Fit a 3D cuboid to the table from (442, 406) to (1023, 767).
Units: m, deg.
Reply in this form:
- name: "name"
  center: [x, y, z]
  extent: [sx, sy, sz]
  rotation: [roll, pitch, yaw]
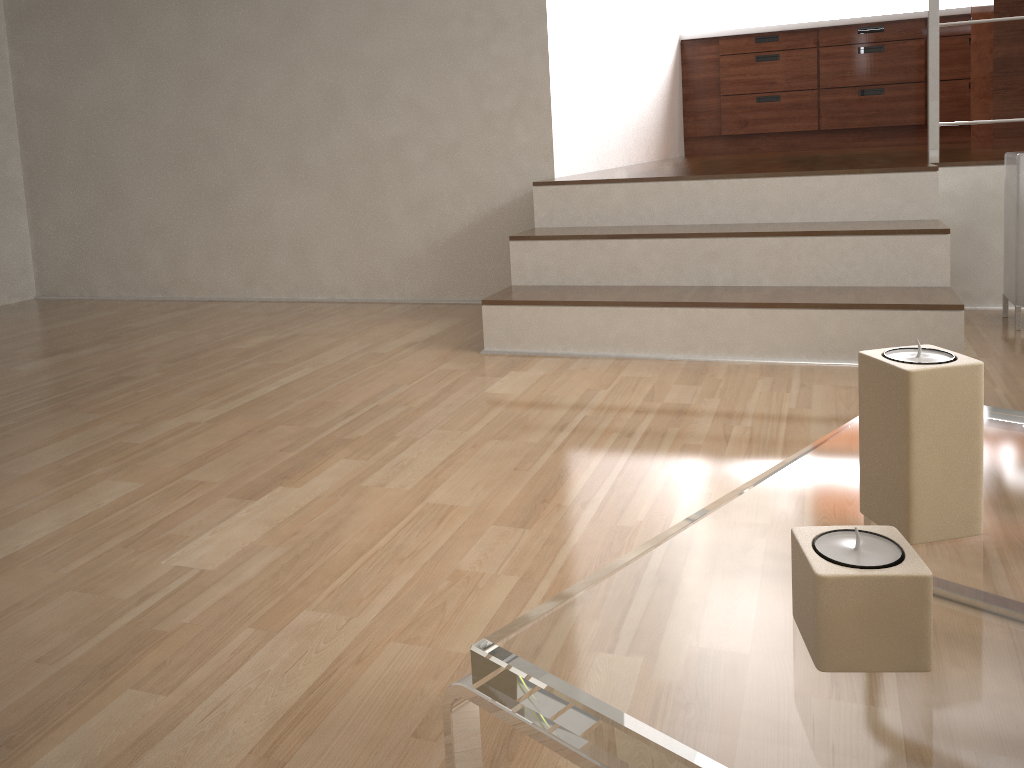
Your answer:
- name: "table"
  center: [0.483, 0.266, 0.564]
  extent: [0.802, 0.243, 0.713]
  rotation: [11, 20, 44]

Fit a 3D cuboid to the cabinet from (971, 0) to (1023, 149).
- name: "cabinet"
  center: [3.019, -1.421, 3.700]
  extent: [1.848, 0.735, 0.649]
  rotation: [2, 11, 20]

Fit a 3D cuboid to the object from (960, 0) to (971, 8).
- name: "object"
  center: [3.042, -2.559, 5.571]
  extent: [0.329, 0.397, 0.167]
  rotation: [1, 8, 20]

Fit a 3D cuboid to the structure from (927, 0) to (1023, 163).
- name: "structure"
  center: [2.332, -1.152, 2.278]
  extent: [2.324, 1.030, 0.058]
  rotation: [2, 8, 20]

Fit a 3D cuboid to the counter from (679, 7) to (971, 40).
- name: "counter"
  center: [2.203, -2.330, 5.721]
  extent: [2.102, 0.039, 0.699]
  rotation: [3, 16, 20]

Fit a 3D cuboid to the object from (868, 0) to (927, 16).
- name: "object"
  center: [2.559, -2.515, 5.806]
  extent: [0.369, 0.235, 0.160]
  rotation: [2, 10, 20]

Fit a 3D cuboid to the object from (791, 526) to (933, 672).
- name: "object"
  center: [0.213, 0.124, 0.539]
  extent: [0.067, 0.072, 0.069]
  rotation: [-2, 11, 5]

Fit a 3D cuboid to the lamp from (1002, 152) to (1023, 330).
- name: "lamp"
  center: [1.479, -0.401, 2.411]
  extent: [0.192, 0.471, 0.203]
  rotation: [0, 8, 20]

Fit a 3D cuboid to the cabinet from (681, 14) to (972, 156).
- name: "cabinet"
  center: [2.881, -1.930, 5.523]
  extent: [3.503, 0.783, 0.697]
  rotation: [2, 11, 20]

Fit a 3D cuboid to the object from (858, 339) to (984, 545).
- name: "object"
  center: [0.322, 0.038, 0.693]
  extent: [0.067, 0.147, 0.068]
  rotation: [-4, 8, -10]
